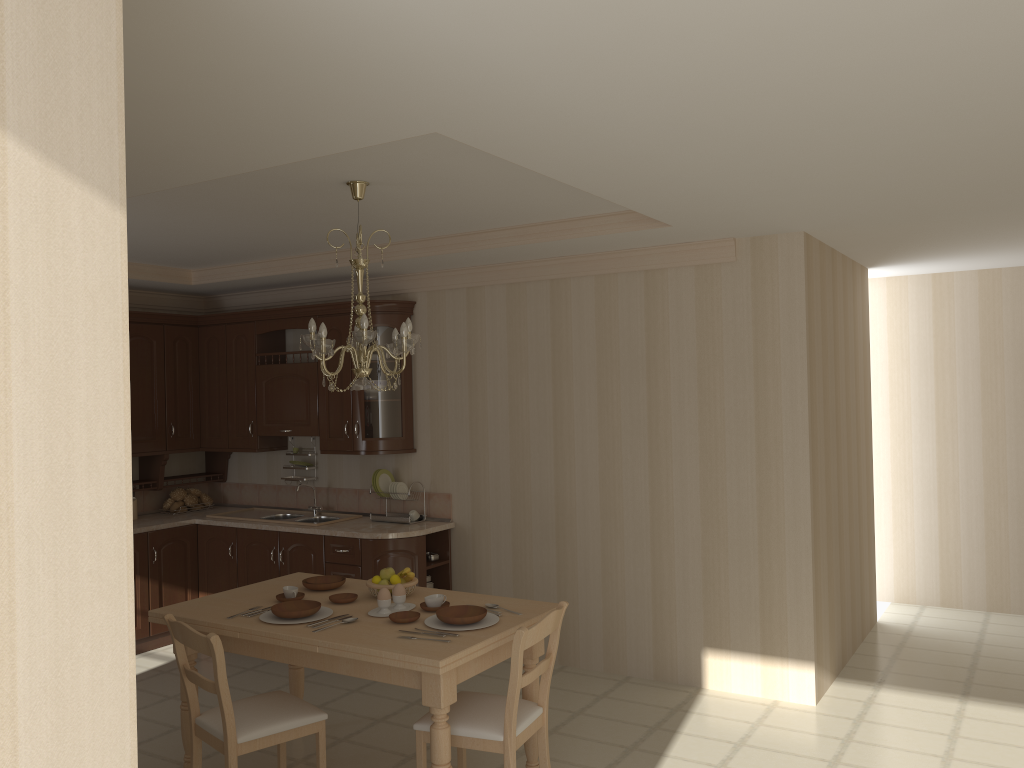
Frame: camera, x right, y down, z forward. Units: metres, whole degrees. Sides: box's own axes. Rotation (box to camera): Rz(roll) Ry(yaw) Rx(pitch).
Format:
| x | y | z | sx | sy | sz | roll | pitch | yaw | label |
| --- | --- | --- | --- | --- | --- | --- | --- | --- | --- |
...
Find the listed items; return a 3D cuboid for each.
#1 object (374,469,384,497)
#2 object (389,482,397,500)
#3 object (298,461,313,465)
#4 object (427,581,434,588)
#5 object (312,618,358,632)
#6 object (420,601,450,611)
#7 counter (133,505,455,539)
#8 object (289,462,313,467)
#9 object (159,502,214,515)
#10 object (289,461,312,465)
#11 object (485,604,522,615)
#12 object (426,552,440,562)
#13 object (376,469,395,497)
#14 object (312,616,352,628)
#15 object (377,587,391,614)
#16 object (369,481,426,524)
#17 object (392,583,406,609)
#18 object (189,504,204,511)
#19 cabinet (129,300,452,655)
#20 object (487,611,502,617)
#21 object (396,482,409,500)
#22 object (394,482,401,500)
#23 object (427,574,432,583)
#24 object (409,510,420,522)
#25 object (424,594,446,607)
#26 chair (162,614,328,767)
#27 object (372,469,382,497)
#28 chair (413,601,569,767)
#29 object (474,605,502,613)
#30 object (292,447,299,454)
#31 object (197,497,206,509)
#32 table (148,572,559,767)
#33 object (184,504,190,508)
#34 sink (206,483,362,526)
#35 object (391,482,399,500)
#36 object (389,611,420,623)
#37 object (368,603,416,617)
| x | y | z | sx | sy | sz | roll | pitch | yaw | label |
| --- | --- | --- | --- | --- | --- | --- | --- | --- | --- |
| -0.871 | 0.672 | 6.013 | 0.047 | 0.188 | 0.193 | -2 | 0 | 32 | object |
| -0.785 | 0.717 | 5.959 | 0.034 | 0.119 | 0.123 | -2 | 0 | 31 | object |
| -1.536 | 0.578 | 6.467 | 0.174 | 0.051 | 0.167 | -2 | 0 | 31 | object |
| -0.587 | 1.319 | 5.801 | 0.152 | 0.057 | 0.106 | -2 | -1 | 43 | object |
| -0.699 | 0.956 | 3.522 | 0.047 | 0.011 | 0.219 | -2 | -1 | 40 | object |
| -0.325 | 0.941 | 3.746 | 0.127 | 0.026 | 0.126 | -1 | 0 | 22 | object |
| -2.090 | 0.965 | 5.366 | 2.422 | 0.034 | 2.603 | -2 | 0 | 31 | counter |
| -1.537 | 0.584 | 6.465 | 0.174 | 0.051 | 0.167 | -2 | 0 | 31 | object |
| -2.460 | 0.938 | 6.715 | 0.199 | 0.060 | 0.364 | -2 | 0 | 31 | object |
| -1.537 | 0.581 | 6.466 | 0.174 | 0.051 | 0.167 | -2 | 0 | 31 | object |
| -0.037 | 0.942 | 3.712 | 0.047 | 0.011 | 0.219 | -1 | -1 | -42 | object |
| -0.538 | 1.139 | 5.838 | 0.120 | 0.045 | 0.084 | -2 | -1 | 43 | object |
| -0.855 | 0.671 | 6.003 | 0.047 | 0.188 | 0.193 | -2 | 0 | 32 | object |
| -0.721 | 0.960 | 3.583 | 0.022 | 0.004 | 0.216 | -2 | -1 | 37 | object |
| -0.536 | 0.905 | 3.720 | 0.058 | 0.104 | 0.058 | -1 | 0 | 10 | object |
| -0.768 | 0.784 | 5.948 | 0.359 | 0.275 | 0.172 | -2 | 0 | 32 | object |
| -0.482 | 0.905 | 3.791 | 0.058 | 0.104 | 0.058 | -1 | 0 | 10 | object |
| -2.407 | 0.937 | 6.755 | 0.105 | 0.060 | 0.103 | -2 | 0 | 27 | object |
| -2.264 | 0.629 | 5.117 | 2.436 | 2.313 | 3.226 | -2 | 0 | 31 | cabinet |
| -0.122 | 0.945 | 3.687 | 0.023 | 0.008 | 0.221 | -1 | -1 | -43 | object |
| -0.732 | 0.716 | 5.925 | 0.034 | 0.119 | 0.123 | -2 | 0 | 31 | object |
| -0.750 | 0.716 | 5.936 | 0.034 | 0.119 | 0.123 | -2 | 0 | 31 | object |
| -0.588 | 1.272 | 5.801 | 0.120 | 0.045 | 0.084 | -2 | -1 | 43 | object |
| -0.652 | 0.878 | 5.925 | 0.073 | 0.072 | 0.085 | -1 | 0 | -4 | object |
| -0.320 | 0.925 | 3.751 | 0.119 | 0.055 | 0.063 | -1 | -1 | -45 | object |
| -1.059 | 1.324 | 3.534 | 0.517 | 0.846 | 0.462 | -1 | -1 | -42 | chair |
| -0.886 | 0.672 | 6.022 | 0.047 | 0.188 | 0.193 | -2 | 0 | 32 | object |
| -0.070 | 1.301 | 3.499 | 0.517 | 0.846 | 0.462 | -2 | 0 | 24 | chair |
| -0.121 | 0.947 | 3.740 | 0.022 | 0.004 | 0.216 | -1 | -1 | -43 | object |
| -1.593 | 0.489 | 6.544 | 0.044 | 0.051 | 0.049 | -1 | 0 | 0 | object |
| -2.413 | 0.913 | 6.832 | 0.125 | 0.100 | 0.091 | -2 | 0 | 27 | object |
| -0.669 | 1.350 | 3.822 | 1.567 | 0.774 | 0.900 | -2 | 0 | 31 | table |
| -2.469 | 0.915 | 6.758 | 0.098 | 0.094 | 0.114 | -1 | 0 | 12 | object |
| -1.619 | 0.875 | 6.269 | 1.077 | 0.348 | 0.448 | -2 | 0 | 31 | sink |
| -0.768 | 0.717 | 5.947 | 0.034 | 0.119 | 0.123 | -2 | 0 | 33 | object |
| -0.432 | 0.942 | 3.571 | 0.127 | 0.026 | 0.126 | -1 | 0 | 22 | object |
| -0.507 | 0.955 | 3.748 | 0.157 | 0.005 | 0.245 | -2 | 0 | 28 | object |
